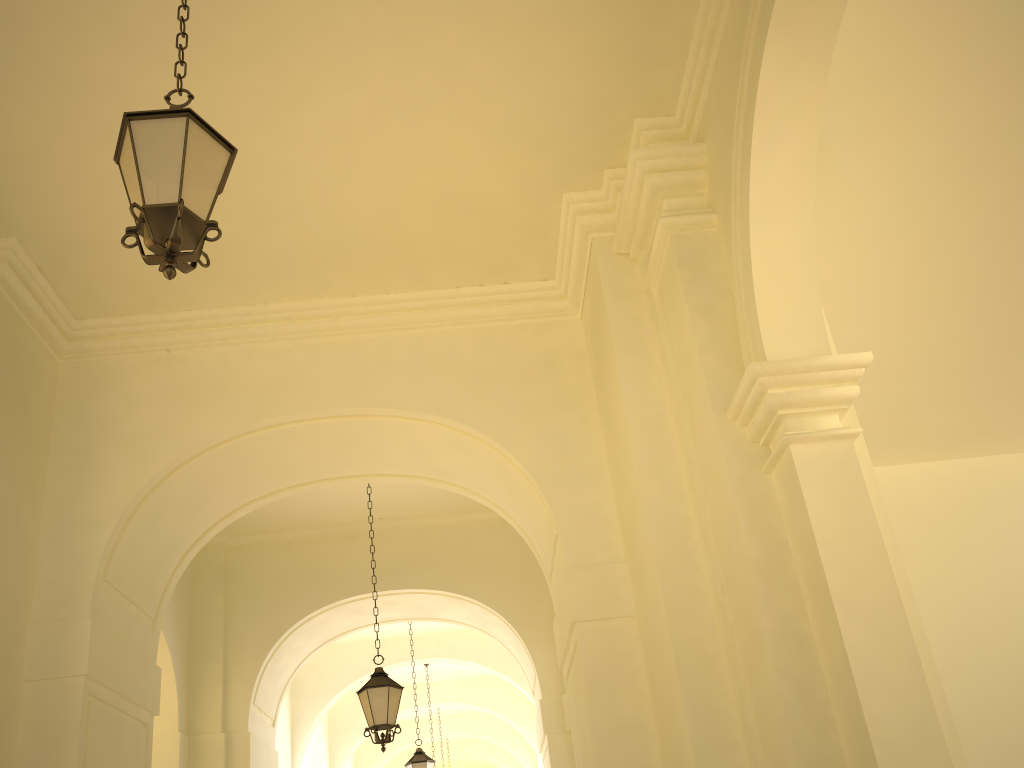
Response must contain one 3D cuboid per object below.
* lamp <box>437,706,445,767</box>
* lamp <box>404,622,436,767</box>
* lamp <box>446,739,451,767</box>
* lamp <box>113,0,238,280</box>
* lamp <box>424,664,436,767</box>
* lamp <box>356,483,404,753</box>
[{"bbox_3d":[-1.665,9.409,21.332,0.509,3.116,0.470,-6,-25,-4],"label":"lamp"},{"bbox_3d":[-1.570,5.163,14.266,0.509,3.116,0.470,-6,-25,-4],"label":"lamp"},{"bbox_3d":[-1.713,11.499,24.811,0.509,3.116,0.470,-6,-25,-4],"label":"lamp"},{"bbox_3d":[-1.471,-1.484,3.894,0.451,2.415,0.532,-19,-28,23],"label":"lamp"},{"bbox_3d":[-1.618,7.305,17.831,0.509,3.116,0.470,-6,-25,-4],"label":"lamp"},{"bbox_3d":[-1.507,2.387,9.645,0.447,3.116,0.536,8,-30,-31],"label":"lamp"}]
